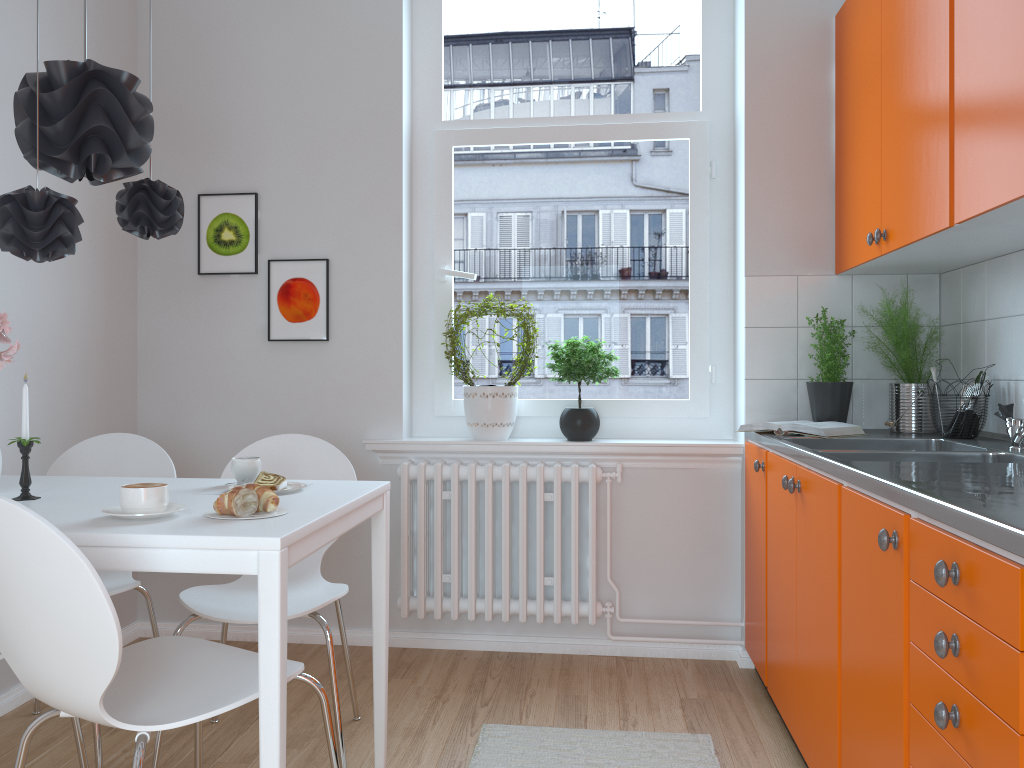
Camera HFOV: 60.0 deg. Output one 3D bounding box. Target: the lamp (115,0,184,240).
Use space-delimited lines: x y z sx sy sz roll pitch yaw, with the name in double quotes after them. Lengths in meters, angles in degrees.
-0.962 -1.138 2.358 0.169 1.505 0.169 0 0 -2 "lamp"

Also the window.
0.228 -0.748 3.533 1.286 1.929 0.110 0 0 7 "window"

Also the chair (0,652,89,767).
-1.293 0.604 1.863 0.507 0.870 0.641 0 0 11 "chair"

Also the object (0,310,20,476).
-1.279 -0.024 2.097 0.182 0.579 0.175 0 0 33 "object"

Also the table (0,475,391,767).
-1.001 0.651 2.057 1.278 0.771 0.831 0 0 7 "table"

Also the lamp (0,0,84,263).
-1.008 -1.012 1.887 0.171 1.505 0.167 0 0 23 "lamp"

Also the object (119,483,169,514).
-0.744 0.232 1.788 0.099 0.064 0.094 0 0 10 "object"

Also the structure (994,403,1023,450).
1.312 0.111 2.293 0.049 0.116 0.201 0 0 6 "structure"

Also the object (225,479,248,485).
-0.701 0.249 2.258 0.027 0.027 0.132 0 1 -34 "object"

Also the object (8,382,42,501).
-1.124 0.117 2.046 0.078 0.298 0.080 0 0 -43 "object"

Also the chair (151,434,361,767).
-0.675 0.596 2.501 0.503 0.870 0.646 0 0 -4 "chair"

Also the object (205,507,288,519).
-0.548 0.267 1.832 0.164 0.005 0.169 -1 1 -41 "object"

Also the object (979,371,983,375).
1.413 0.061 2.708 0.054 0.203 0.025 0 0 -10 "object"

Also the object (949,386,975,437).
1.341 0.084 2.642 0.020 0.158 0.079 0 0 -26 "object"

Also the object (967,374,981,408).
1.397 0.066 2.703 0.087 0.192 0.025 0 0 -27 "object"

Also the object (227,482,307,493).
-0.604 0.258 2.188 0.192 0.012 0.191 0 1 4 "object"

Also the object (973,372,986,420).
1.408 0.063 2.680 0.074 0.198 0.022 0 0 -29 "object"

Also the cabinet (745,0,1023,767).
1.009 -0.134 1.622 0.704 2.348 3.108 0 0 6 "cabinet"

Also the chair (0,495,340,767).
-0.689 0.606 1.696 0.511 0.870 0.637 0 0 31 "chair"

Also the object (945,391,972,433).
1.369 0.089 2.717 0.108 0.146 0.019 0 0 -12 "object"

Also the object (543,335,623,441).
0.266 0.013 3.418 0.268 0.407 0.314 0 0 -34 "object"

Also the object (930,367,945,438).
1.318 0.055 2.745 0.018 0.218 0.099 0 0 5 "object"

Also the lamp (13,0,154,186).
-0.991 -1.115 2.061 0.291 1.294 0.299 0 0 -37 "lamp"

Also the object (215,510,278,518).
-0.545 0.265 1.828 0.121 0.005 0.121 0 1 -14 "object"

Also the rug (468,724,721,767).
0.165 1.034 1.801 0.679 0.009 1.674 0 1 6 "rug"

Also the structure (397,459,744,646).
0.393 0.620 3.313 1.661 0.660 0.205 0 0 7 "structure"

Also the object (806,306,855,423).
1.088 -0.052 3.026 0.158 0.432 0.189 0 0 30 "object"

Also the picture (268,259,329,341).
-0.843 -0.330 3.498 0.246 0.322 0.017 0 0 7 "picture"

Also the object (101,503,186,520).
-0.741 0.261 1.788 0.162 0.020 0.159 0 1 21 "object"

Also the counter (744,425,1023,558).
1.027 0.222 1.621 0.680 0.132 3.107 0 1 6 "counter"

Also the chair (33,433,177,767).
-1.271 0.596 2.549 0.505 0.870 0.645 0 0 1 "chair"

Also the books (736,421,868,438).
0.941 0.144 2.898 0.228 0.040 0.347 -1 1 -39 "books"

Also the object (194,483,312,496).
-0.645 0.262 2.228 0.228 0.003 0.227 0 1 6 "object"

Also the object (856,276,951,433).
1.303 -0.094 2.938 0.282 0.511 0.325 0 0 2 "object"

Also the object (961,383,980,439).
1.360 0.081 2.631 0.020 0.166 0.055 0 0 -18 "object"

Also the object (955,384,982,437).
1.367 0.082 2.655 0.071 0.163 0.020 0 0 11 "object"

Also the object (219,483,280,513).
-0.542 0.238 1.846 0.131 0.060 0.069 0 0 7 "object"

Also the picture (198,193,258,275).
-1.134 -0.598 3.535 0.246 0.322 0.017 0 0 7 "picture"

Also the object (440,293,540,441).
-0.085 -0.070 3.456 0.382 0.574 0.218 0 0 -12 "object"

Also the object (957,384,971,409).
1.382 0.081 2.734 0.069 0.162 0.021 0 0 -24 "object"

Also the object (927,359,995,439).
1.358 0.043 2.679 0.171 0.244 0.332 0 0 -17 "object"

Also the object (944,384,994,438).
1.382 0.063 2.671 0.132 0.199 0.076 0 0 -13 "object"

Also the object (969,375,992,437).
1.397 0.068 2.644 0.060 0.189 0.017 0 0 28 "object"

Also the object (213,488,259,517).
-0.561 0.238 1.795 0.075 0.059 0.059 0 0 28 "object"

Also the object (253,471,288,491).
-0.596 0.242 2.185 0.074 0.043 0.128 0 1 -2 "object"

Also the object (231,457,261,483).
-0.688 0.227 2.304 0.082 0.070 0.077 0 0 -34 "object"

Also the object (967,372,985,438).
1.378 0.064 2.640 0.024 0.198 0.075 0 0 -16 "object"
